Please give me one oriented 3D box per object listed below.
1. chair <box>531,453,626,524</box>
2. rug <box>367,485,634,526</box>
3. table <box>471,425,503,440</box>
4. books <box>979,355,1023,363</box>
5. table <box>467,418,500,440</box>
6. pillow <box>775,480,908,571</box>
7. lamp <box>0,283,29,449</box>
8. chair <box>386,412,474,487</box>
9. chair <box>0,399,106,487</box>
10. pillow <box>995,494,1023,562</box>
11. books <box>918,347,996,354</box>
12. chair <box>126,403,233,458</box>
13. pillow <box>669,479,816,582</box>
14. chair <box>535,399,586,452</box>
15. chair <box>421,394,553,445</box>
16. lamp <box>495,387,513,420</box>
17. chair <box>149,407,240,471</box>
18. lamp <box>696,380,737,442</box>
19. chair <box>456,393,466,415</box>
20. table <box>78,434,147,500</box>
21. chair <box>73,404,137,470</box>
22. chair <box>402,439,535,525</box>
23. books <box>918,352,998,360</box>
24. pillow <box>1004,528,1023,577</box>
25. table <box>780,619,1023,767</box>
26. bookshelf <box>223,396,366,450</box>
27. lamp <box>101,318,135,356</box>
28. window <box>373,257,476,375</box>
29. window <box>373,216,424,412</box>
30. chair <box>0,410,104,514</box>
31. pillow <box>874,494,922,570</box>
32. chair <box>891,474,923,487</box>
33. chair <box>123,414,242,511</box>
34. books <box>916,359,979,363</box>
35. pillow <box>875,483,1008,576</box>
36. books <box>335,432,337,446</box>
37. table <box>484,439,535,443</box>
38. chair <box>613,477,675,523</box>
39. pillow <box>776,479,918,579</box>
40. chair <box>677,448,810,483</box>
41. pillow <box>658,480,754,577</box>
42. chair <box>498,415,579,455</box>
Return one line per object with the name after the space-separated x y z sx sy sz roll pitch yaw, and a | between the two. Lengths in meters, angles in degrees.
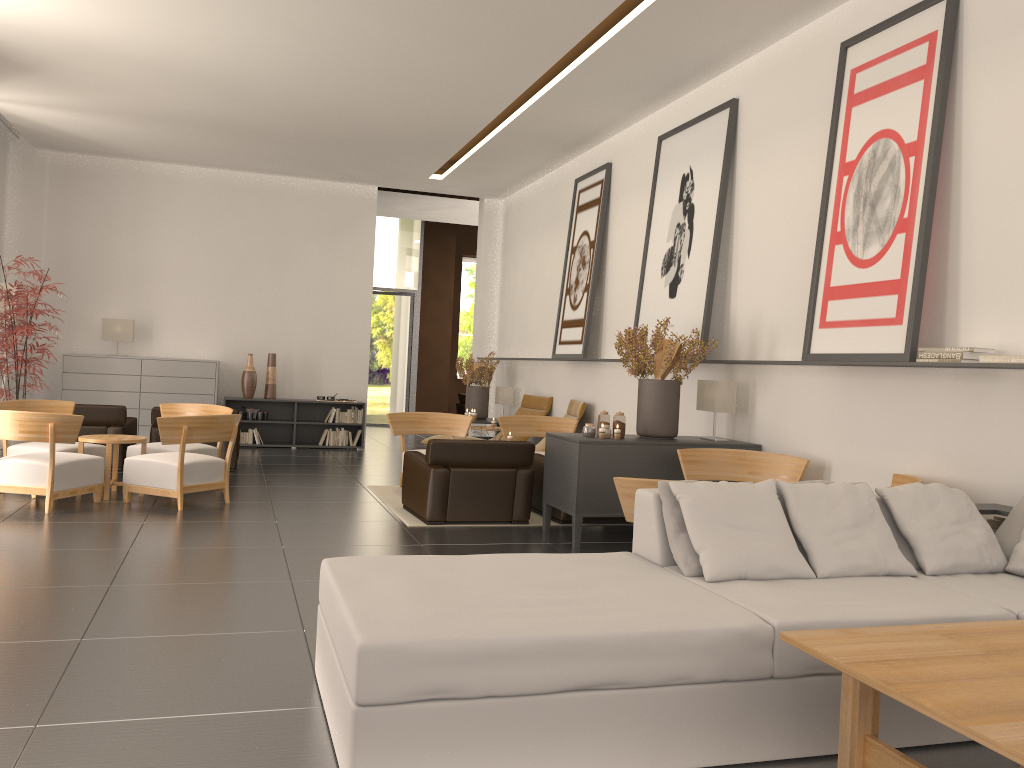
1.123 1.317 12.423 1.537 1.076 1.500 3 1 -17 | chair
0.085 1.791 13.309 3.999 0.010 3.559 2 1 -17 | rug
-0.410 1.259 16.998 0.797 0.904 0.798 2 1 -40 | table
4.044 -0.190 7.132 0.301 0.064 0.407 2 1 -27 | books
-0.673 1.223 19.920 1.600 0.840 1.601 3 1 -17 | table
2.307 1.005 6.269 0.918 0.591 0.557 3 0 -18 | pillow
-9.940 -0.357 17.381 0.907 3.179 1.000 3 0 -17 | lamp
-1.261 1.094 14.122 1.451 1.227 1.151 3 0 -17 | chair
-6.604 0.867 12.714 1.151 1.226 1.451 3 1 18 | chair
3.864 1.030 6.313 0.643 0.658 0.883 3 1 -18 | pillow
3.866 -0.292 7.718 0.299 0.040 0.526 2 1 -27 | books
-5.049 0.929 13.484 1.452 1.227 1.150 3 0 23 | chair
1.513 0.954 5.874 0.801 0.598 0.585 3 0 -18 | pillow
0.049 0.999 16.221 2.421 1.486 1.300 3 0 -7 | chair
-0.507 0.941 17.991 2.420 1.486 1.300 2 1 -27 | chair
-0.190 0.448 20.061 0.257 0.756 0.514 3 0 -18 | lamp
-5.617 0.929 15.721 1.537 1.076 1.500 3 1 -17 | chair
2.584 0.336 11.270 0.257 0.757 0.514 3 0 -18 | lamp
-1.027 0.904 30.018 1.499 1.076 1.538 3 1 -17 | chair
-5.540 1.138 12.279 0.870 0.803 0.870 3 1 5 | table
-7.319 0.855 15.185 1.537 1.076 1.500 3 1 -17 | chair
-0.580 1.243 11.887 1.537 1.076 1.500 3 1 -17 | chair
3.880 -0.240 7.719 0.391 0.063 0.498 2 1 -17 | books
3.796 1.054 5.987 0.586 0.596 0.819 3 1 -17 | pillow
2.253 1.651 3.683 1.600 0.840 1.601 3 1 -17 | table
-4.938 0.895 20.102 3.079 1.079 0.740 3 0 -17 | bookshelf
-8.561 -1.007 19.258 0.619 0.796 0.309 3 0 -17 | lamp
-0.692 -3.895 22.502 99.092 20.582 48.641 3 1 -17 | window
-7.832 -2.497 26.529 10.306 7.381 0.100 3 0 -17 | window
-5.925 0.926 11.199 1.452 1.227 1.151 3 0 8 | chair
3.134 1.081 6.550 0.918 0.510 0.616 3 1 -15 | pillow
3.059 1.422 8.024 1.151 1.226 1.451 3 1 28 | chair
-4.409 0.988 11.903 1.151 1.226 1.451 3 1 28 | chair
3.862 -0.193 7.726 0.376 0.032 0.504 2 1 -17 | books
3.109 1.031 6.387 0.797 0.580 0.625 3 1 -16 | pillow
-4.035 1.239 20.245 0.018 0.318 0.227 3 0 -18 | books
-0.078 1.323 13.447 0.797 0.904 0.797 3 0 5 | table
1.543 1.360 7.320 1.452 1.227 1.151 3 0 8 | chair
2.287 0.989 6.120 0.801 0.595 0.595 3 0 -17 | pillow
2.418 1.363 9.605 1.452 1.227 1.150 3 0 23 | chair
1.472 0.970 6.009 0.918 0.577 0.549 3 0 -17 | pillow
0.511 1.170 14.680 1.451 1.227 1.151 3 0 -17 | chair
